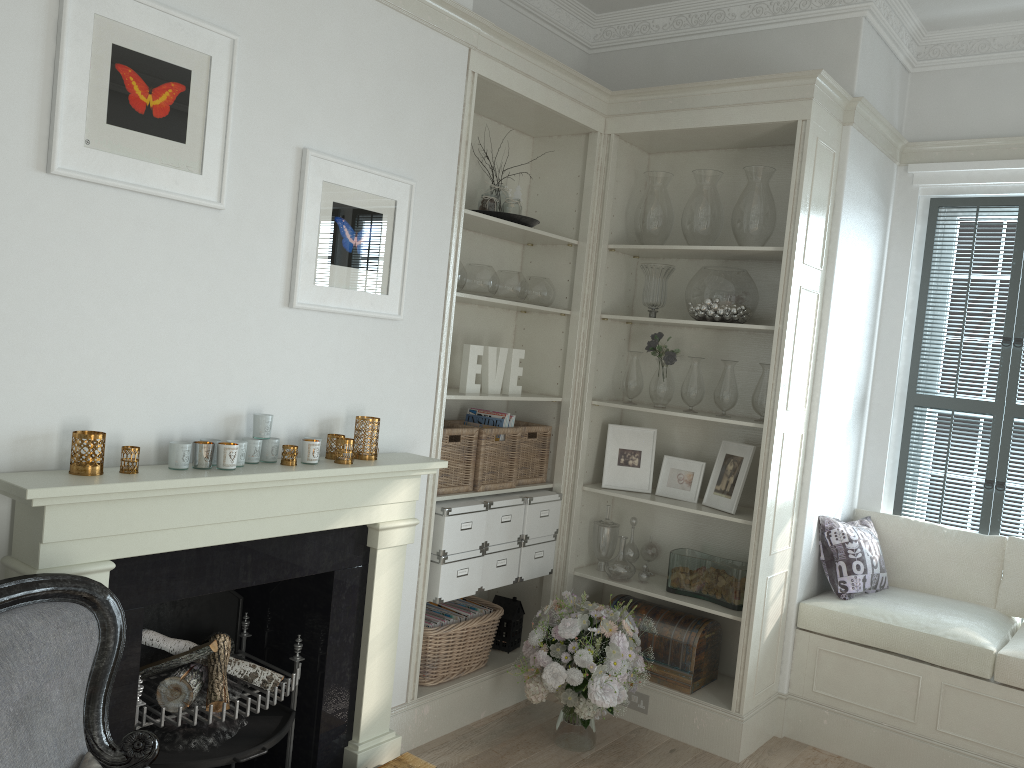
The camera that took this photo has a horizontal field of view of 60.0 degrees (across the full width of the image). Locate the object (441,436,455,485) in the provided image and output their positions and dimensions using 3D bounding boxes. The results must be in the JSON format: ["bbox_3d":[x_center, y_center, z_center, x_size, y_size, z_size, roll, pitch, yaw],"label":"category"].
[{"bbox_3d":[-0.303,0.262,3.655,0.095,0.332,0.284,6,3,16],"label":"object"}]

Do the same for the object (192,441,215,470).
[{"bbox_3d":[-0.865,0.200,2.480,0.060,0.073,0.060,6,2,3],"label":"object"}]

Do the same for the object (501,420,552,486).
[{"bbox_3d":[-0.015,0.314,4.161,0.275,0.270,0.276,8,3,37],"label":"object"}]

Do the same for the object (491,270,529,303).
[{"bbox_3d":[-0.016,-0.432,3.961,0.185,0.140,0.185,4,3,-33],"label":"object"}]

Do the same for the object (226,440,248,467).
[{"bbox_3d":[-0.801,0.202,2.572,0.060,0.073,0.060,4,3,-30],"label":"object"}]

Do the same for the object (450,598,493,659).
[{"bbox_3d":[-0.224,1.085,3.961,0.274,0.238,0.088,8,3,36],"label":"object"}]

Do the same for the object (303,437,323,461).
[{"bbox_3d":[-0.636,0.208,2.823,0.060,0.073,0.060,6,2,3],"label":"object"}]

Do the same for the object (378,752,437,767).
[{"bbox_3d":[-0.447,1.305,2.838,0.150,0.083,0.459,8,3,39],"label":"object"}]

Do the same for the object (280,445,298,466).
[{"bbox_3d":[-0.676,0.217,2.694,0.050,0.058,0.052,5,3,-16],"label":"object"}]

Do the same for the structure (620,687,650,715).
[{"bbox_3d":[0.543,1.402,3.930,0.140,0.084,0.010,8,3,37],"label":"structure"}]

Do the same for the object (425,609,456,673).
[{"bbox_3d":[-0.374,1.079,3.762,0.274,0.238,0.088,8,3,37],"label":"object"}]

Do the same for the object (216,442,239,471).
[{"bbox_3d":[-0.805,0.205,2.506,0.060,0.073,0.060,6,2,3],"label":"object"}]

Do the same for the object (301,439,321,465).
[{"bbox_3d":[-0.628,0.212,2.758,0.060,0.073,0.060,6,2,3],"label":"object"}]

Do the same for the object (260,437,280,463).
[{"bbox_3d":[-0.742,0.202,2.711,0.060,0.073,0.060,6,2,3],"label":"object"}]

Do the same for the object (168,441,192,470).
[{"bbox_3d":[-0.912,0.197,2.432,0.060,0.073,0.060,6,2,3],"label":"object"}]

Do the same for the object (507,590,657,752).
[{"bbox_3d":[0.293,1.173,3.669,0.570,0.643,0.544,7,3,28],"label":"object"}]

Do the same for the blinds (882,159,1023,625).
[{"bbox_3d":[3.120,0.182,3.590,3.076,2.238,0.141,8,3,37],"label":"blinds"}]

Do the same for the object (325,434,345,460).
[{"bbox_3d":[-0.580,0.207,2.911,0.060,0.079,0.060,6,2,4],"label":"object"}]

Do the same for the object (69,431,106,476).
[{"bbox_3d":[-1.069,0.174,2.235,0.080,0.104,0.080,6,2,4],"label":"object"}]

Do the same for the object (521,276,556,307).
[{"bbox_3d":[0.113,-0.427,4.133,0.185,0.140,0.185,4,3,-33],"label":"object"}]

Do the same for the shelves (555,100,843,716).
[{"bbox_3d":[0.811,0.076,4.034,0.972,2.523,0.399,8,3,37],"label":"shelves"}]

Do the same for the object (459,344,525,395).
[{"bbox_3d":[-0.081,-0.060,3.899,0.039,0.207,0.393,8,3,37],"label":"object"}]

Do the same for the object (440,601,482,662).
[{"bbox_3d":[-0.273,1.083,3.896,0.274,0.238,0.088,8,3,37],"label":"object"}]

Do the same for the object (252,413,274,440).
[{"bbox_3d":[-0.755,0.129,2.682,0.060,0.073,0.060,6,2,3],"label":"object"}]

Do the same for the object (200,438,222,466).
[{"bbox_3d":[-0.868,0.197,2.547,0.060,0.073,0.060,6,2,3],"label":"object"}]

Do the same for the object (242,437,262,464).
[{"bbox_3d":[-0.781,0.201,2.656,0.060,0.073,0.060,6,2,3],"label":"object"}]

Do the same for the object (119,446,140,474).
[{"bbox_3d":[-0.992,0.198,2.302,0.047,0.068,0.054,5,3,-26],"label":"object"}]

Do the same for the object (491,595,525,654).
[{"bbox_3d":[-0.030,1.115,4.158,0.135,0.248,0.135,7,3,27],"label":"object"}]

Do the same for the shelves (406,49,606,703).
[{"bbox_3d":[-0.143,-0.014,3.893,0.399,2.523,0.992,8,3,37],"label":"shelves"}]

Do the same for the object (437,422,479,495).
[{"bbox_3d":[-0.343,0.301,3.707,0.275,0.270,0.276,8,3,37],"label":"object"}]

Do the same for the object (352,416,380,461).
[{"bbox_3d":[-0.491,0.182,2.985,0.087,0.140,0.090,5,3,-15],"label":"object"}]

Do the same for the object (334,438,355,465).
[{"bbox_3d":[-0.536,0.215,2.837,0.060,0.079,0.060,6,3,8],"label":"object"}]

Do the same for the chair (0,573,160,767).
[{"bbox_3d":[-0.779,0.954,1.671,0.763,1.024,0.778,6,2,2],"label":"chair"}]

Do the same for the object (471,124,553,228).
[{"bbox_3d":[-0.026,-0.932,3.885,0.457,0.485,0.399,5,3,-13],"label":"object"}]

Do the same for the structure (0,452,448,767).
[{"bbox_3d":[-0.908,0.820,2.728,1.026,1.191,1.432,8,3,37],"label":"structure"}]

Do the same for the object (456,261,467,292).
[{"bbox_3d":[-0.275,-0.443,3.617,0.185,0.140,0.185,4,3,-33],"label":"object"}]

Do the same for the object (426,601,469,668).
[{"bbox_3d":[-0.325,1.081,3.827,0.274,0.238,0.088,8,3,36],"label":"object"}]

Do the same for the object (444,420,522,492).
[{"bbox_3d":[-0.159,0.310,3.919,0.275,0.270,0.276,8,3,37],"label":"object"}]

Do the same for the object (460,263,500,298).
[{"bbox_3d":[-0.145,-0.438,3.789,0.185,0.140,0.185,4,3,-33],"label":"object"}]
